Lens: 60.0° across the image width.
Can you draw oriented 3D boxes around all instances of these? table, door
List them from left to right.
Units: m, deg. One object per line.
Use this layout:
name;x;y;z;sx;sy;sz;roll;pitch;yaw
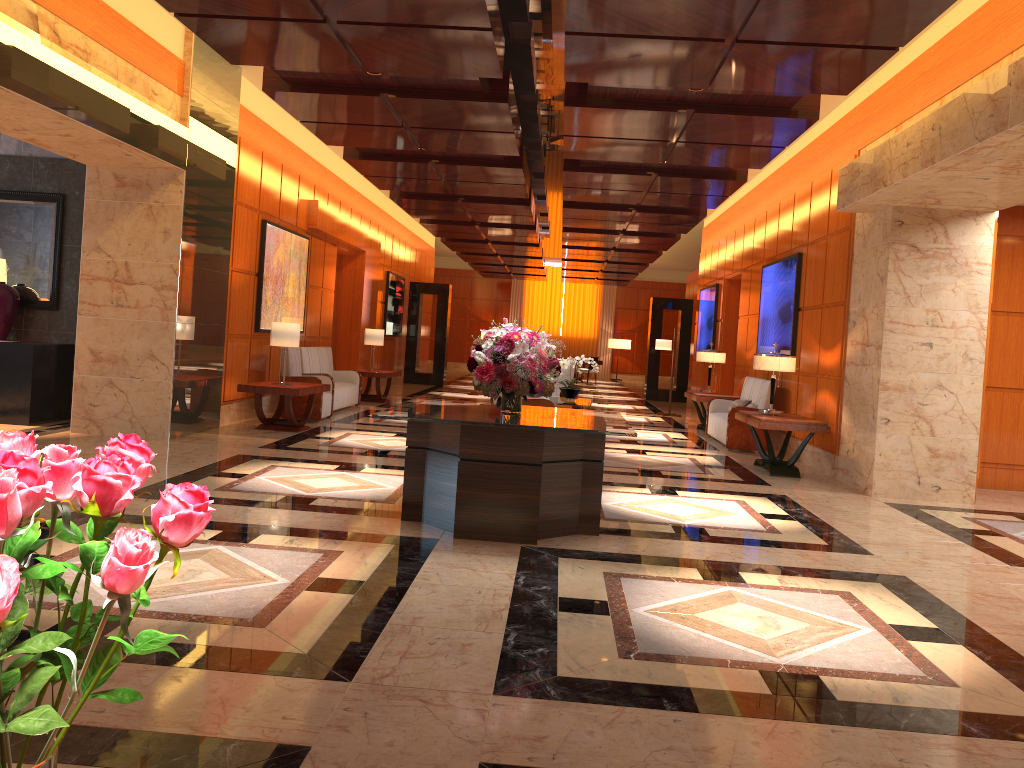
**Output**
table;-2.720;0.271;10.621;0.725;0.534;1.168;4;3;6
door;-3.274;-1.103;16.116;0.340;2.650;1.501;4;1;3
table;-2.446;0.036;15.624;0.725;0.534;1.168;4;3;6
table;-0.032;0.572;6.112;1.600;0.744;1.602;4;2;3
table;0.689;0.461;11.808;0.722;0.495;1.561;4;3;6
table;1.815;-0.447;28.471;2.105;0.741;0.785;3;2;-26
table;3.143;0.460;13.911;0.725;0.606;1.271;4;2;3
door;4.043;-0.598;15.738;0.340;2.650;1.539;4;1;3
table;2.912;0.658;9.695;0.725;0.606;1.271;4;2;3

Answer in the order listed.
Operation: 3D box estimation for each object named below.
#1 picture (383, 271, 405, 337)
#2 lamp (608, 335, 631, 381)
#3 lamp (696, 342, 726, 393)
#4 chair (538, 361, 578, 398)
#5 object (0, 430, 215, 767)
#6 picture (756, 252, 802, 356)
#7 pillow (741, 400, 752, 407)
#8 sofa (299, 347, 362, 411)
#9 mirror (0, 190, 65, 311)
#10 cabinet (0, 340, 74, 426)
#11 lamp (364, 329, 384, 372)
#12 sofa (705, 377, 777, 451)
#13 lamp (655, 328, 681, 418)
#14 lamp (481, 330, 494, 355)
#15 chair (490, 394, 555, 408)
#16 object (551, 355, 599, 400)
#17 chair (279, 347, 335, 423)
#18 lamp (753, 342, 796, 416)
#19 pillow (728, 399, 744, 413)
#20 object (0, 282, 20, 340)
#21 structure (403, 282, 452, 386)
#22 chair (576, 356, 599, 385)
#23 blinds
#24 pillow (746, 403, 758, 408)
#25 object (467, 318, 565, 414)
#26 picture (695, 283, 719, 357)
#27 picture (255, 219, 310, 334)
picture;-2.737;-1.830;20.675;0.056;1.451;1.998;4;2;3
lamp;3.877;-0.945;32.203;0.812;1.660;0.810;5;1;43
lamp;3.125;-0.262;13.974;0.458;0.793;0.459;3;1;-35
chair;0.561;0.133;13.309;0.738;0.960;0.628;4;1;22
object;-0.500;0.345;0.857;0.351;0.595;0.326;4;1;23
picture;3.633;-0.977;12.153;0.056;1.451;1.998;4;2;3
pillow;3.199;0.337;12.214;0.160;0.253;0.358;4;2;0
sofa;-2.769;-0.082;13.428;0.612;0.932;1.800;4;2;3
mirror;-6.024;-1.560;10.147;1.767;1.338;0.029;4;1;3
cabinet;-6.140;-0.079;9.797;2.190;0.867;0.784;4;2;3
lamp;1.421;-0.083;10.469;0.334;0.734;13.023;3;3;-38
sofa;3.127;0.372;12.199;0.612;0.932;1.800;4;2;3
lamp;2.940;-0.224;16.708;0.526;1.660;0.360;4;1;-7
lamp;-0.750;-1.265;32.455;0.812;1.660;0.810;5;1;43
chair;0.101;0.252;10.348;0.628;0.960;0.739;3;2;-18
object;0.788;-0.096;11.918;0.787;0.617;0.418;3;1;-20
chair;-2.743;-0.011;11.808;0.628;0.960;0.738;4;1;2
lamp;2.897;-0.059;9.826;0.459;0.809;0.459;4;1;12
pillow;3.194;0.324;12.650;0.195;0.227;0.344;4;2;8
object;-5.993;-0.837;9.908;0.861;0.652;0.520;4;1;2
structure;-2.080;-1.240;21.914;0.985;2.497;0.500;4;1;3
chair;2.372;-0.428;27.617;0.584;0.893;0.577;3;2;-44
blinds;1.823;-2.330;32.939;3.853;4.063;0.149;4;1;3
pillow;3.139;0.370;11.770;0.202;0.229;0.273;4;2;6
object;0.014;-0.130;6.124;0.649;0.658;0.681;4;2;-6
picture;3.954;-1.251;18.005;0.056;1.451;1.998;4;2;3
picture;-3.189;-1.443;12.426;0.056;1.451;1.998;4;2;3
